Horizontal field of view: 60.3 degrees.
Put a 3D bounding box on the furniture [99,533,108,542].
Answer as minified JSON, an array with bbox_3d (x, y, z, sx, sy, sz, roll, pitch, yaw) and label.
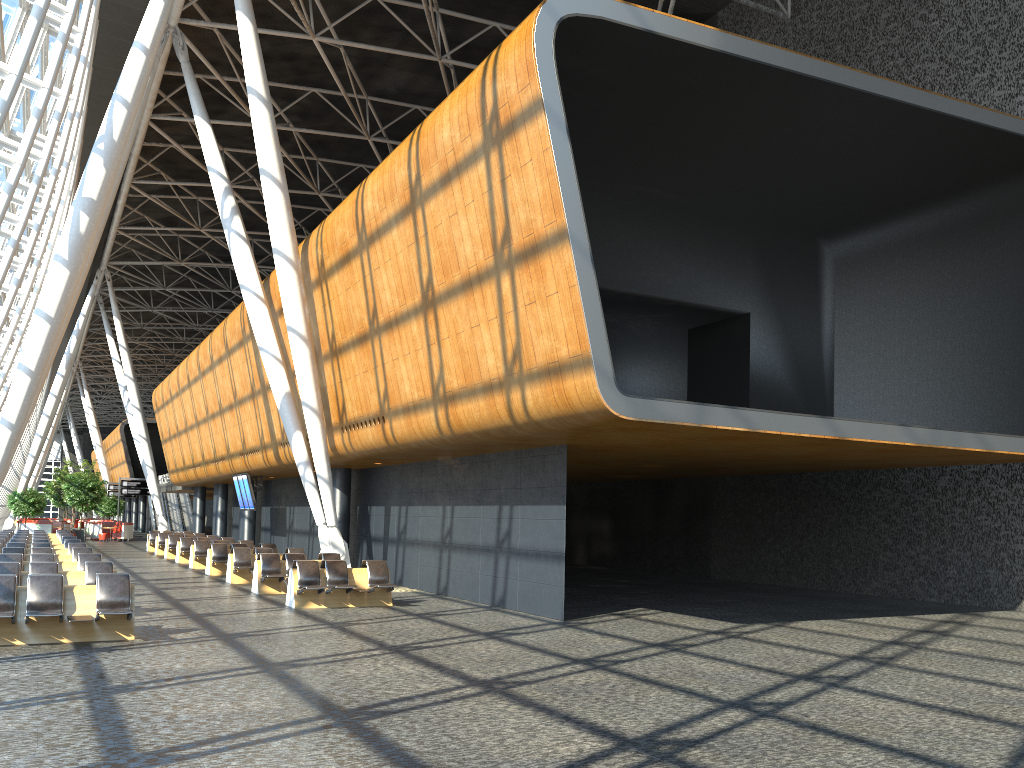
[{"bbox_3d":[-22.023,8.268,47.503,0.443,0.457,0.446,3,-6,-16],"label":"furniture"}]

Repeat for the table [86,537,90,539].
[{"bbox_3d":[-25.212,8.772,52.226,0.803,0.745,0.801,6,-8,-42],"label":"table"}]

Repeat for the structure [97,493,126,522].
[{"bbox_3d":[-26.182,8.541,57.475,1.780,2.762,1.745,0,-5,19],"label":"structure"}]

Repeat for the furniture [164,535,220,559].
[{"bbox_3d":[-11.840,6.038,32.718,1.902,0.863,1.670,5,-8,-28],"label":"furniture"}]

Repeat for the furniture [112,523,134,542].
[{"bbox_3d":[-21.815,8.315,49.590,0.889,1.000,2.851,3,-8,-16],"label":"furniture"}]

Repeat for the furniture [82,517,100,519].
[{"bbox_3d":[-44.786,14.612,93.733,1.902,0.863,1.670,5,-8,-28],"label":"furniture"}]

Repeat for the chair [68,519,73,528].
[{"bbox_3d":[-30.479,9.901,61.244,0.664,1.004,0.624,5,-6,-43],"label":"chair"}]

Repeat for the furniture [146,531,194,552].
[{"bbox_3d":[-14.690,6.779,37.995,1.902,0.863,1.670,5,-8,-28],"label":"furniture"}]

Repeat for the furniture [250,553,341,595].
[{"bbox_3d":[-4.716,4.183,19.525,1.902,0.863,1.670,5,-8,-28],"label":"furniture"}]

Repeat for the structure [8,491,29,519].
[{"bbox_3d":[-30.119,7.977,54.452,1.804,2.796,1.769,0,-5,19],"label":"structure"}]

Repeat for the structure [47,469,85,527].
[{"bbox_3d":[-31.844,8.469,63.598,3.093,4.505,5.791,2,-6,-6],"label":"structure"}]

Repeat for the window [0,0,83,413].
[{"bbox_3d":[-38.911,4.517,70.015,3.728,13.948,167.196,3,-8,-28],"label":"window"}]

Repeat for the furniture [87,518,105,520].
[{"bbox_3d":[-39.087,13.129,83.178,1.902,0.863,1.670,5,-8,-28],"label":"furniture"}]

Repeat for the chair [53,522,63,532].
[{"bbox_3d":[-25.113,8.048,48.306,0.622,1.004,0.666,1,-4,-3],"label":"chair"}]

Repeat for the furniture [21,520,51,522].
[{"bbox_3d":[-28.824,8.765,53.548,2.830,1.002,0.895,-3,-7,29],"label":"furniture"}]

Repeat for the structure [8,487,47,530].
[{"bbox_3d":[-24.949,6.722,45.359,1.780,2.762,1.745,0,-5,19],"label":"structure"}]

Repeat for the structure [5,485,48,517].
[{"bbox_3d":[-26.405,6.979,47.875,1.867,2.951,1.930,-2,-5,36],"label":"structure"}]

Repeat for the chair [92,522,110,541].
[{"bbox_3d":[-22.686,8.156,48.673,0.622,1.004,0.666,0,-5,17],"label":"chair"}]

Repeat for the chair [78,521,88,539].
[{"bbox_3d":[-24.805,8.522,51.376,0.660,1.004,0.627,1,-4,7],"label":"chair"}]

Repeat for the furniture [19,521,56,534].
[{"bbox_3d":[-25.264,7.839,46.956,2.830,1.002,0.895,-3,-7,29],"label":"furniture"}]

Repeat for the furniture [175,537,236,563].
[{"bbox_3d":[-10.415,5.667,30.079,1.902,0.863,1.670,5,-8,-28],"label":"furniture"}]

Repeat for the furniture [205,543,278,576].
[{"bbox_3d":[-7.566,4.925,24.802,1.902,0.863,1.670,5,-8,-28],"label":"furniture"}]

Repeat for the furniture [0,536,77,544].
[{"bbox_3d":[-15.207,5.129,27.234,3.261,0.863,1.669,6,-9,-28],"label":"furniture"}]

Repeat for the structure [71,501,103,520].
[{"bbox_3d":[-28.895,8.523,60.039,2.282,3.455,2.232,2,-5,-16],"label":"structure"}]

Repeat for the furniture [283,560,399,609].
[{"bbox_3d":[-3.291,3.813,16.886,1.902,0.863,1.670,5,-8,-28],"label":"furniture"}]

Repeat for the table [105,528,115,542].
[{"bbox_3d":[-21.864,8.201,47.997,0.799,0.745,0.805,2,-6,-12],"label":"table"}]

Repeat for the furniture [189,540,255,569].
[{"bbox_3d":[-8.991,5.296,27.441,1.902,0.863,1.670,5,-8,-28],"label":"furniture"}]

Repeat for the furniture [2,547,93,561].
[{"bbox_3d":[-10.933,4.016,19.318,3.261,0.863,1.669,6,-9,-28],"label":"furniture"}]

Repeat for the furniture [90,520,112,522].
[{"bbox_3d":[-27.211,9.555,58.502,2.830,1.002,0.895,-3,-7,29],"label":"furniture"}]

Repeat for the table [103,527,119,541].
[{"bbox_3d":[-22.481,8.401,49.402,0.799,0.745,0.805,2,-6,-12],"label":"table"}]

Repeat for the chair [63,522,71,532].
[{"bbox_3d":[-24.169,7.916,47.306,0.661,1.004,0.627,2,-4,-3],"label":"chair"}]

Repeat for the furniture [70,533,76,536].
[{"bbox_3d":[-23.201,8.070,46.377,0.443,0.457,0.447,0,-6,14],"label":"furniture"}]

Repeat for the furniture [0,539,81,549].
[{"bbox_3d":[-13.783,4.758,24.595,3.261,0.863,1.669,6,-9,-28],"label":"furniture"}]

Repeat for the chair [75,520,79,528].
[{"bbox_3d":[-28.365,9.448,57.968,0.660,1.004,0.627,1,-4,7],"label":"chair"}]

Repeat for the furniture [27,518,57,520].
[{"bbox_3d":[-34.002,10.239,63.969,0.888,1.000,2.855,0,-8,14],"label":"furniture"}]

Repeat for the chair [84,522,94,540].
[{"bbox_3d":[-24.014,8.406,50.500,0.622,1.004,0.666,1,-4,7],"label":"chair"}]

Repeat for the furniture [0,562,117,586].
[{"bbox_3d":[-8.083,3.275,14.040,3.261,0.863,1.669,6,-9,-28],"label":"furniture"}]

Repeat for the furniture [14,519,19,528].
[{"bbox_3d":[-36.755,10.737,67.139,3.261,0.863,1.669,6,-9,-28],"label":"furniture"}]

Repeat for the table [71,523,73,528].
[{"bbox_3d":[-30.103,9.887,60.246,0.803,0.745,0.801,6,-8,-42],"label":"table"}]

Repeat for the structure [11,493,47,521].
[{"bbox_3d":[-28.338,7.570,51.645,1.832,2.834,1.796,0,-5,19],"label":"structure"}]

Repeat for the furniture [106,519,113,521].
[{"bbox_3d":[-29.696,10.418,64.527,0.891,1.001,2.844,4,-8,-30],"label":"furniture"}]

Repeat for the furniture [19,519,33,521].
[{"bbox_3d":[-30.659,9.078,55.867,0.889,1.000,2.851,3,-8,-16],"label":"furniture"}]

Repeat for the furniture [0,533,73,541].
[{"bbox_3d":[-16.632,5.500,29.873,3.261,0.863,1.669,6,-9,-28],"label":"furniture"}]

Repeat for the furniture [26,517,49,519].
[{"bbox_3d":[-45.304,12.962,82.971,3.261,0.863,1.669,6,-9,-28],"label":"furniture"}]

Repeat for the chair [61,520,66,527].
[{"bbox_3d":[-27.729,8.842,53.899,0.661,1.004,0.627,2,-4,-3],"label":"chair"}]

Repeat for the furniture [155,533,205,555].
[{"bbox_3d":[-13.265,6.408,35.357,1.902,0.863,1.670,5,-8,-28],"label":"furniture"}]

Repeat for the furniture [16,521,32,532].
[{"bbox_3d":[-27.099,8.152,49.275,0.889,1.000,2.851,3,-8,-16],"label":"furniture"}]

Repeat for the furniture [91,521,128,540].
[{"bbox_3d":[-23.651,8.628,51.909,2.830,1.002,0.895,-3,-7,29],"label":"furniture"}]

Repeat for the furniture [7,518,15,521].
[{"bbox_3d":[-38.180,11.108,69.778,3.261,0.863,1.669,6,-9,-28],"label":"furniture"}]

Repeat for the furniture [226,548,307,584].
[{"bbox_3d":[-6.141,4.554,22.163,1.902,0.863,1.670,5,-8,-28],"label":"furniture"}]

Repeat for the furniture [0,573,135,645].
[{"bbox_3d":[-6.659,2.904,11.402,3.261,0.863,1.669,6,-9,-28],"label":"furniture"}]

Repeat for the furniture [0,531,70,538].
[{"bbox_3d":[-18.057,5.871,32.511,3.261,0.863,1.669,6,-9,-28],"label":"furniture"}]

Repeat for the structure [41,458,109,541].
[{"bbox_3d":[-24.646,6.457,49.354,3.104,4.507,5.827,4,-7,-35],"label":"structure"}]

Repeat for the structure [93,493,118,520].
[{"bbox_3d":[-30.837,9.749,66.786,1.935,2.977,1.897,0,-5,19],"label":"structure"}]

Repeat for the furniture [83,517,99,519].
[{"bbox_3d":[-43.362,14.241,91.094,1.902,0.863,1.670,5,-8,-28],"label":"furniture"}]

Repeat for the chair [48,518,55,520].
[{"bbox_3d":[-32.766,9.987,62.139,0.623,1.004,0.665,-1,-5,27],"label":"chair"}]

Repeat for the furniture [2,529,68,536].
[{"bbox_3d":[-19.482,6.241,35.150,3.261,0.863,1.669,6,-9,-28],"label":"furniture"}]

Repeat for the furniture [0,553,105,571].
[{"bbox_3d":[-9.508,3.646,16.679,3.261,0.863,1.669,6,-9,-28],"label":"furniture"}]

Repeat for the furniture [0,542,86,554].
[{"bbox_3d":[-12.358,4.387,21.956,3.261,0.863,1.669,6,-9,-28],"label":"furniture"}]

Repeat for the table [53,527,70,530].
[{"bbox_3d":[-23.708,7.909,46.344,0.800,0.745,0.804,-3,-7,33],"label":"table"}]
